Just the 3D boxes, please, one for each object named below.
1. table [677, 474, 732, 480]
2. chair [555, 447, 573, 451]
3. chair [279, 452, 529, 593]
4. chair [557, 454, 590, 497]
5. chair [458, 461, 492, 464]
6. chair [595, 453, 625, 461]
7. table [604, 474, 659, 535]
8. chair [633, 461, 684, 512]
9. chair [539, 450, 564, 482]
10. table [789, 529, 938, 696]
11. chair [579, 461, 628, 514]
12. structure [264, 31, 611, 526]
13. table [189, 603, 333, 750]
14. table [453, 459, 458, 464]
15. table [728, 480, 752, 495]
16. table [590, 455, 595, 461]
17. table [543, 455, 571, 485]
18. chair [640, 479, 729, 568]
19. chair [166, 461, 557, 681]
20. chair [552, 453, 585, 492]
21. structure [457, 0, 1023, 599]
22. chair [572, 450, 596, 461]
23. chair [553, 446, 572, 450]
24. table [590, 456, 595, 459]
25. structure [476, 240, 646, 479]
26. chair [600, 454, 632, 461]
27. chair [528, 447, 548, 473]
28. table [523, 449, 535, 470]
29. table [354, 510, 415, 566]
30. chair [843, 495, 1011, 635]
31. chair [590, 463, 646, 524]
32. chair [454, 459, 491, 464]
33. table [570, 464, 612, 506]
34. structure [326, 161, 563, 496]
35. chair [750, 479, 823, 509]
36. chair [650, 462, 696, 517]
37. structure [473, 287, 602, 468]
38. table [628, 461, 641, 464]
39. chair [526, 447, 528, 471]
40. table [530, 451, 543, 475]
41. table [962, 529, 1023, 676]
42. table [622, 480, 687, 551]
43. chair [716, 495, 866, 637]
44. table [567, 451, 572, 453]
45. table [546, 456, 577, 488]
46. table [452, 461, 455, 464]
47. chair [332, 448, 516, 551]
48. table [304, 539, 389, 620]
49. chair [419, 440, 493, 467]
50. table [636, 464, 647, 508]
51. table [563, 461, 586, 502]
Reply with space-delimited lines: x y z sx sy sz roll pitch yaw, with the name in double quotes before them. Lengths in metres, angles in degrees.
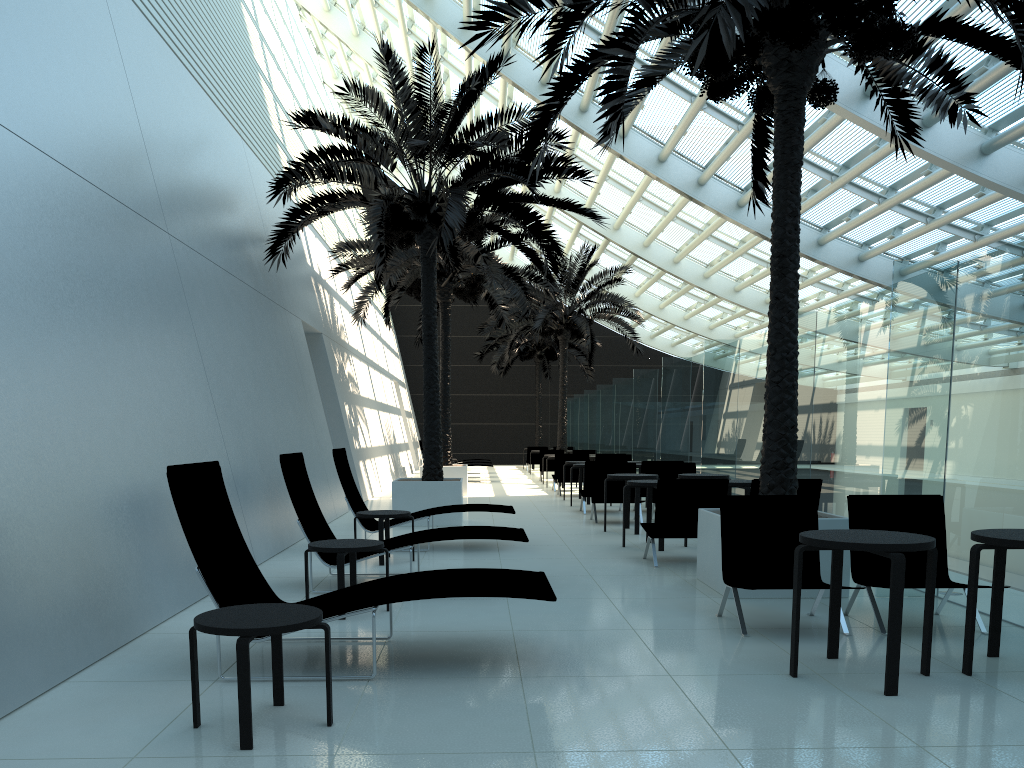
"table" 2.599 1.622 11.866 0.677 0.789 0.675 2 3 36
"chair" 1.861 2.614 30.051 0.716 0.897 0.879 0 2 -2
"chair" -0.893 1.181 7.636 2.036 1.170 0.913 0 3 -2
"chair" 1.367 1.963 18.757 0.716 0.897 0.879 0 2 -2
"chair" -1.643 2.294 26.948 2.036 1.170 0.913 0 3 -2
"chair" 2.247 2.063 20.488 0.716 0.897 0.879 0 2 -2
"table" 1.630 1.620 11.828 0.677 0.789 0.675 2 3 36
"chair" 2.466 1.738 14.854 0.716 0.897 0.879 0 2 -2
"chair" 1.150 2.285 24.332 0.716 0.897 0.879 0 2 -2
"table" 1.905 1.212 4.743 0.676 0.789 0.676 -3 4 -45
"chair" 1.535 1.736 14.818 0.716 0.897 0.879 0 2 -2
"structure" -1.133 -1.353 12.640 4.632 6.907 4.237 -2 5 -24
"table" -1.130 1.294 3.933 0.552 0.522 0.551 1 2 41
"table" -2.083 2.708 28.461 0.552 0.522 0.551 1 2 41
"table" 2.652 1.529 10.250 0.677 0.789 0.675 2 4 40
"table" 2.162 2.270 23.100 0.677 0.789 0.675 2 3 36
"table" 1.193 2.268 23.063 0.677 0.789 0.675 2 3 36
"chair" 1.759 1.402 9.033 0.716 0.897 0.879 0 2 -2
"chair" -0.793 1.033 5.068 2.036 1.170 0.913 0 3 -2
"chair" 1.316 2.061 20.453 0.716 0.897 0.879 0 2 -2
"structure" 2.245 -1.769 7.039 4.817 7.095 4.396 1 4 16
"chair" 2.082 2.287 24.368 0.716 0.897 0.879 0 2 -2
"chair" 1.810 2.712 31.747 0.716 0.897 0.879 0 2 -2
"table" 2.209 2.188 21.670 0.677 0.789 0.675 2 4 40
"structure" 1.497 -0.667 26.155 4.821 7.096 4.393 -1 4 -9
"chair" 2.299 1.965 18.793 0.716 0.897 0.879 0 2 -2
"chair" 0.929 2.612 30.015 0.716 0.897 0.879 0 2 -2
"table" 0.802 2.835 32.892 0.676 0.789 0.676 -3 4 -45
"table" -1.330 1.590 9.070 0.552 0.522 0.551 1 2 41
"chair" 2.798 1.224 5.947 0.716 0.897 0.879 0 2 -2
"chair" 1.586 1.638 13.110 0.716 0.897 0.879 0 2 -2
"chair" -1.746 2.447 29.596 2.036 1.170 0.913 0 3 -2
"table" 1.459 1.861 15.999 0.677 0.789 0.675 2 4 40
"structure" -1.571 -1.038 18.620 4.274 6.968 4.594 3 5 31
"chair" 2.691 1.404 9.068 0.716 0.897 0.879 0 2 -2
"chair" 2.518 1.640 13.146 0.716 0.897 0.879 0 2 -2
"structure" 1.208 -0.198 34.288 4.447 7.094 4.765 -2 4 -24
"table" 2.380 1.947 17.500 0.677 0.789 0.675 2 3 36
"chair" 0.878 2.710 31.711 0.716 0.897 0.879 0 2 -2
"table" 0.973 2.594 28.721 0.677 0.789 0.675 2 3 36
"table" 2.874 1.214 4.780 0.676 0.789 0.676 -3 4 -45
"table" 1.683 1.527 10.213 0.677 0.789 0.675 2 4 40
"chair" 1.866 1.222 5.911 0.716 0.897 0.879 0 2 -2
"table" 1.942 2.596 28.758 0.677 0.789 0.675 2 3 36
"table" 1.240 2.185 21.633 0.677 0.789 0.675 2 4 40
"table" -1.980 2.555 25.812 0.552 0.522 0.551 1 2 41
"chair" -0.993 1.329 10.205 2.036 1.170 0.913 0 3 -2
"table" -1.230 1.442 6.501 0.552 0.522 0.551 1 2 41
"chair" -1.543 2.146 24.379 2.036 1.170 0.913 0 3 -2
"table" 2.428 1.863 16.036 0.677 0.789 0.675 2 4 40
"table" 1.411 1.945 17.463 0.677 0.789 0.675 2 3 36
